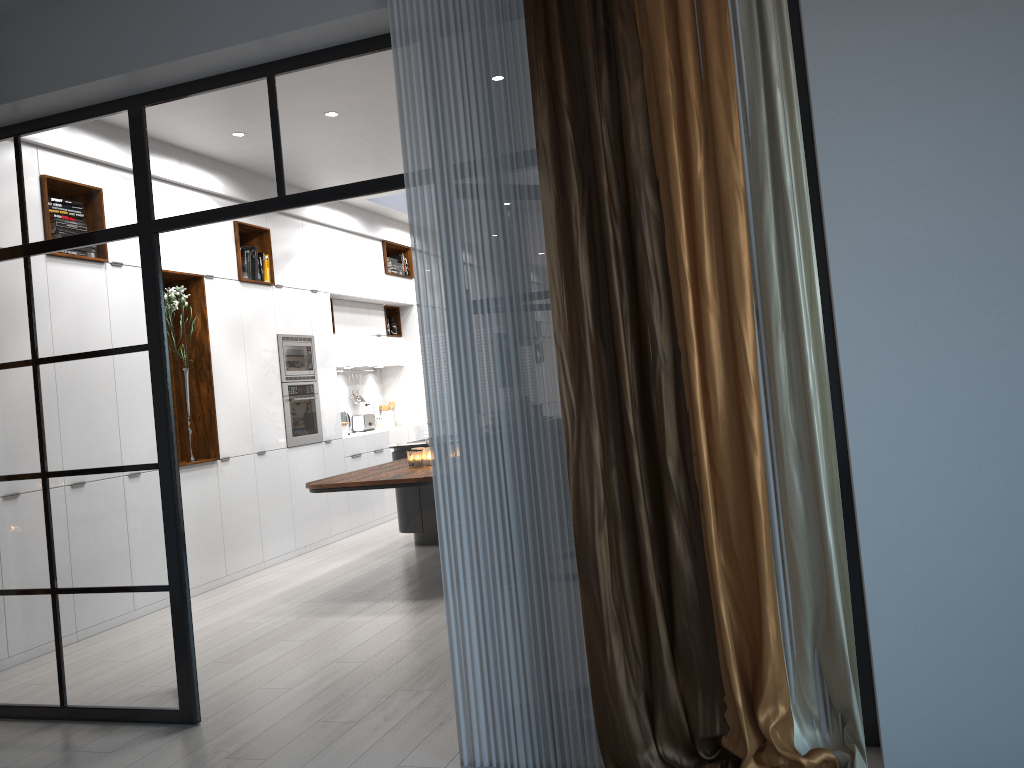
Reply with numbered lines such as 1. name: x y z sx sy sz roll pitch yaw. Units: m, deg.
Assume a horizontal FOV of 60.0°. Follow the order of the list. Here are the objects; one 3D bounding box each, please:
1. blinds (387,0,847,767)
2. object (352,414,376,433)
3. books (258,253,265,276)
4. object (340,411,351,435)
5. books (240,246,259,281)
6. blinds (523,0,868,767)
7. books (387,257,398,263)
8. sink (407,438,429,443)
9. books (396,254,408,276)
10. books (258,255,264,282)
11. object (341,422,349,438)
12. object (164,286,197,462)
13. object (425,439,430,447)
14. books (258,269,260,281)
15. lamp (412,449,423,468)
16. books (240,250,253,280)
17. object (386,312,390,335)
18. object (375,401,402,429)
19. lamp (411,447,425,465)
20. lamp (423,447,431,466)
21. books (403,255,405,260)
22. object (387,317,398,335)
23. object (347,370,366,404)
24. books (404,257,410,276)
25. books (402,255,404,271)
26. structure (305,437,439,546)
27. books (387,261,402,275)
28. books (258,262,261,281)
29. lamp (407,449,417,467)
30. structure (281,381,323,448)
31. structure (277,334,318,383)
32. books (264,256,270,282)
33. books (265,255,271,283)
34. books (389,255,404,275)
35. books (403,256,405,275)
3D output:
1. blinds: 0.283 -0.248 2.925 1.300 3.071 0.052 -6 -2 19
2. object: -1.672 0.442 10.045 0.176 0.195 0.260 -6 -1 19
3. books: -2.267 -1.016 7.776 0.238 0.288 0.030 -6 -2 18
4. object: -1.811 0.417 9.489 0.220 0.270 0.179 -5 -1 -29
5. books: -2.300 -1.027 7.635 0.268 0.321 0.047 -6 -2 18
6. blinds: 0.520 -0.279 2.738 0.810 3.047 0.255 -6 -2 19
7. books: -1.491 -1.416 10.281 0.250 0.047 0.307 -6 0 14
8. sink: -0.590 0.566 8.190 0.484 0.153 0.738 -6 0 18
9. books: -1.364 -1.389 10.574 0.253 0.312 0.030 -6 -2 18
10. books: -2.262 -0.989 7.746 0.190 0.254 0.026 -6 -2 18
11. object: -1.834 0.478 8.933 0.379 0.148 0.263 -6 -1 18
12. object: -2.477 -0.083 6.663 0.267 1.343 0.268 -7 -2 44
13. object: -0.539 0.471 6.471 0.151 0.206 0.157 -6 -1 36
14. books: -2.292 -1.005 7.673 0.230 0.296 0.030 -6 -2 18
15. lamp: -0.663 0.527 6.262 0.078 0.120 0.078 -6 -1 1
16. books: -2.329 -1.002 7.564 0.236 0.278 0.106 -6 -2 18
17. object: -1.509 -0.704 10.449 0.124 0.275 0.124 -6 -1 7
18. object: -1.495 0.367 10.564 0.220 0.316 0.330 -6 -1 18
19. lamp: -0.679 0.526 6.448 0.095 0.124 0.096 -6 -1 36
20. lamp: -0.586 0.517 6.342 0.095 0.124 0.095 -6 -1 11
21. books: -1.359 -1.391 10.599 0.204 0.275 0.020 -6 -2 18
22. object: -1.445 -0.688 10.634 0.123 0.231 0.123 -6 -1 20
23. object: -1.775 0.035 10.052 0.069 0.389 0.320 -6 -1 20
24. books: -1.335 -1.387 10.647 0.210 0.267 0.026 -6 -2 18
25. books: -1.371 -1.379 10.515 0.194 0.273 0.025 -6 -2 18
26. structure: -0.143 0.896 8.272 1.376 0.888 5.642 -6 0 19
27. books: -1.455 -1.327 10.292 0.278 0.137 0.345 -6 0 13
28. books: -2.298 -1.003 7.728 0.230 0.296 0.030 -6 -2 18
29. lamp: -0.711 0.532 6.347 0.078 0.120 0.078 -6 -1 1
30. structure: -2.092 0.287 8.132 0.495 0.571 0.595 -6 -1 18
31. structure: -2.158 -0.209 8.153 0.458 0.431 0.595 -6 -1 18
32. books: -2.221 -0.994 7.794 0.184 0.245 0.033 -6 -2 18
33. books: -2.227 -1.003 7.826 0.211 0.264 0.024 -6 -2 18
34. books: -1.378 -1.379 10.490 0.197 0.269 0.026 -6 -2 18
35. books: -1.380 -1.385 10.547 0.217 0.272 0.030 -6 -2 18
